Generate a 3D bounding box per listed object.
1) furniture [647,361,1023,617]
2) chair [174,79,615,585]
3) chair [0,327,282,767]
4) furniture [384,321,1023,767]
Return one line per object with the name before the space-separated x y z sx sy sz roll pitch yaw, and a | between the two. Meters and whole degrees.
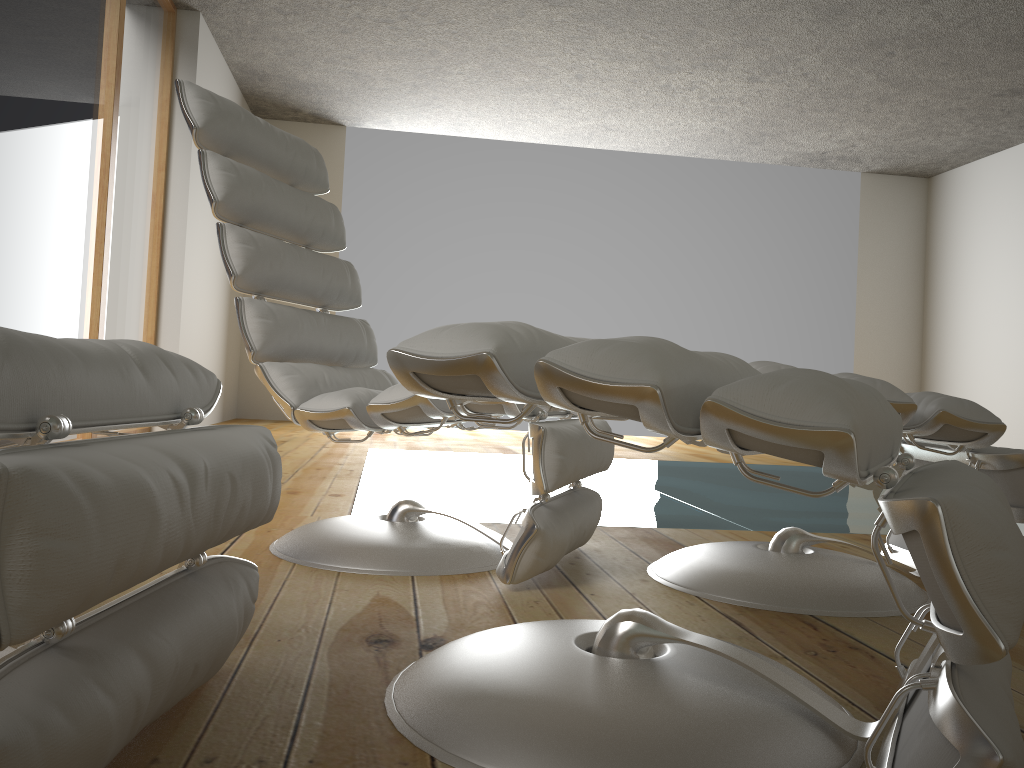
furniture | 0.630 0.184 1.806 0.686 0.440 0.569 3 -1 -1
chair | -0.244 -0.125 1.963 0.914 0.970 0.569 3 -2 17
chair | -0.720 -0.153 0.869 0.914 0.970 0.569 3 -1 2
furniture | 0.197 0.160 1.028 0.686 0.440 0.569 3 -1 27
